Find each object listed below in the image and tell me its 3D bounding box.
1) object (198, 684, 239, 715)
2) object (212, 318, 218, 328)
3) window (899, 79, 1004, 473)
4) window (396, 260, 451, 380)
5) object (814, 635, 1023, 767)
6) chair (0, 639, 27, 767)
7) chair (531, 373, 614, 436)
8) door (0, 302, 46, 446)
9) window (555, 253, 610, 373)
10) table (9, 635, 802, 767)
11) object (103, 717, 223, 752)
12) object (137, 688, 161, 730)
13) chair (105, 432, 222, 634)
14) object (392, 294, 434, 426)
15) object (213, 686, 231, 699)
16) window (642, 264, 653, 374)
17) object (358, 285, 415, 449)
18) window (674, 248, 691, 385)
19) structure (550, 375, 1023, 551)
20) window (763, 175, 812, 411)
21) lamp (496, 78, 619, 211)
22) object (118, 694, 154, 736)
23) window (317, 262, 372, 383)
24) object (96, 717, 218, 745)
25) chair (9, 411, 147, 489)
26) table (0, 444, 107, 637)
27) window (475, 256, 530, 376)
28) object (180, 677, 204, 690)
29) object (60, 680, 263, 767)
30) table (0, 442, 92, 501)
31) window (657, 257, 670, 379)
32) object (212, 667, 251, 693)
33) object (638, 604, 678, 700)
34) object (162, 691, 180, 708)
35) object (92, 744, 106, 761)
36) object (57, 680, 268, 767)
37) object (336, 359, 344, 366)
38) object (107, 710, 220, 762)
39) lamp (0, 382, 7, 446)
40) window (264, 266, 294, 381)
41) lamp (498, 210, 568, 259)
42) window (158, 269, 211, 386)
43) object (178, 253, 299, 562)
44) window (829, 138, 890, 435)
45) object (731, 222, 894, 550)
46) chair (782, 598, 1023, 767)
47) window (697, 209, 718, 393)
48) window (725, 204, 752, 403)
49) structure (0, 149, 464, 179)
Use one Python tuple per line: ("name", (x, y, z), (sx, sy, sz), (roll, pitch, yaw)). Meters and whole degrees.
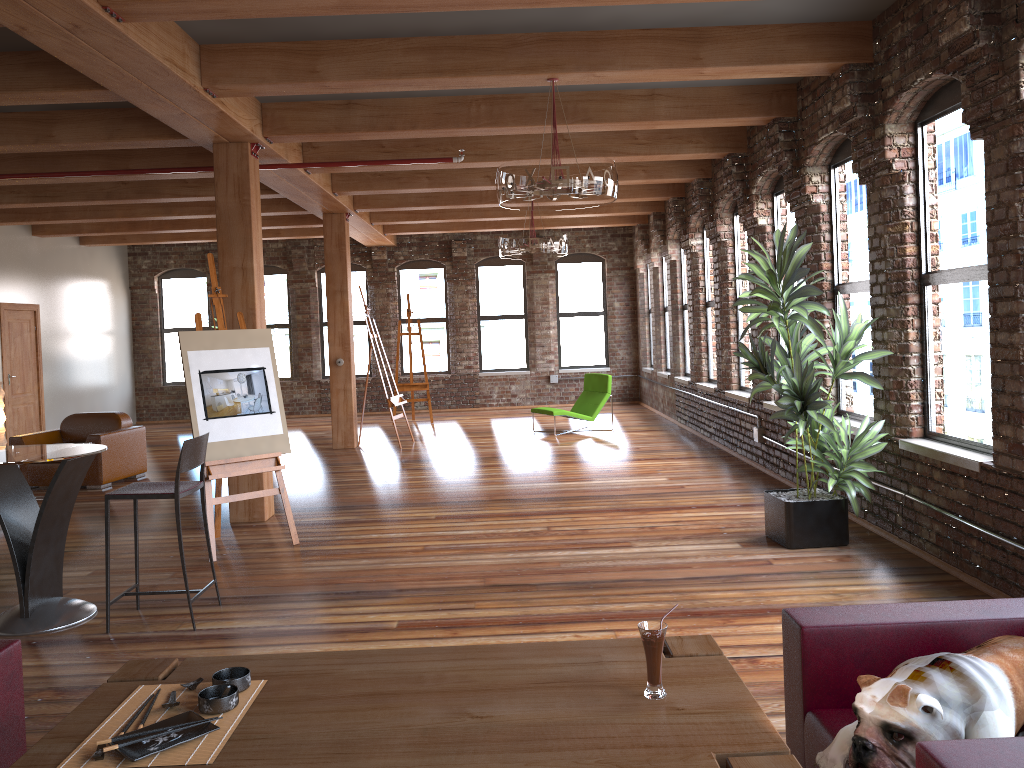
("object", (-0.750, 0.808, 2.265), (0.098, 0.043, 0.099), (0, 4, 37))
("object", (-5.291, -0.340, 15.768), (1.081, 2.102, 0.967), (-3, 2, -23))
("window", (2.554, -0.668, 5.170), (0.235, 2.213, 0.969), (-2, 1, -1))
("window", (-1.650, -1.213, 16.523), (0.968, 2.226, 0.221), (-2, 1, -1))
("object", (1.152, 0.829, 2.286), (0.755, 0.296, 0.365), (-4, 3, -29))
("chair", (-1.931, 1.133, 2.213), (0.865, 0.592, 1.072), (-2, 3, -1))
("chair", (0.839, 0.275, 12.500), (0.957, 0.795, 0.680), (-3, 2, -26))
("door", (-7.011, -0.082, 12.584), (0.226, 2.118, 1.031), (-2, 1, -1))
("window", (1.306, -1.337, 16.558), (0.968, 2.216, 0.219), (-2, 1, -1))
("table", (-0.256, 1.091, 2.214), (1.750, 0.549, 0.902), (-2, 3, -1))
("object", (-0.817, 0.822, 2.087), (0.270, 0.008, 0.007), (-5, 3, -35))
("object", (-0.929, 0.833, 2.273), (0.007, 0.008, 0.270), (-3, 4, -11))
("chair", (-1.887, 0.779, 4.773), (0.467, 0.981, 0.430), (-2, 1, -1))
("object", (-1.670, -0.431, 14.598), (0.662, 2.139, 0.685), (-2, 1, -6))
("object", (-0.733, 0.782, 2.241), (0.045, 0.079, 0.137), (-3, 3, -35))
("window", (2.426, -1.314, 15.464), (0.232, 2.213, 0.969), (-2, 1, -1))
("object", (-1.754, -0.247, 11.744), (0.684, 2.139, 0.662), (-2, 1, 9))
("window", (2.463, -1.129, 12.502), (0.233, 2.213, 0.969), (-2, 1, -1))
("structure", (2.406, 0.347, 9.789), (1.634, 0.313, 13.726), (-3, 4, -7))
("window", (2.517, -0.853, 8.105), (0.232, 2.213, 0.969), (-2, 1, -1))
("lamp", (0.286, -1.607, 5.854), (0.809, 0.814, 0.810), (0, 3, 42))
("object", (-0.947, 0.836, 2.236), (0.007, 0.008, 0.270), (-2, 4, -5))
("window", (-3.114, -1.154, 16.506), (0.968, 2.226, 0.221), (-2, 1, -1))
("object", (-0.839, 0.822, 2.106), (0.270, 0.008, 0.007), (-4, 3, -26))
("chair", (-4.685, 0.708, 9.609), (1.063, 0.735, 0.832), (-2, 2, 9))
("table", (-2.592, 0.837, 4.855), (0.721, 0.923, 0.723), (-1, 2, 24))
("window", (-0.179, -1.277, 16.541), (0.968, 2.216, 0.219), (-2, 1, -1))
("object", (-0.865, 0.815, 2.397), (0.018, 0.021, 0.059), (0, 4, 41))
("object", (-0.847, 0.838, 2.207), (0.332, 0.003, 0.471), (-2, 4, -1))
("table", (-4.472, 0.916, 7.547), (0.939, 0.559, 1.874), (-2, 3, -1))
("window", (2.444, -1.221, 13.970), (0.231, 2.213, 0.969), (-2, 1, -1))
("object", (-0.754, 0.800, 2.383), (0.098, 0.043, 0.099), (-1, 4, 25))
("object", (0.366, 0.674, 2.236), (0.095, 0.232, 0.076), (-1, 1, 32))
("object", (-0.884, 0.817, 2.306), (0.045, 0.030, 0.153), (-3, 4, -16))
("object", (-0.938, 0.842, 2.014), (0.018, 0.021, 0.059), (-3, 3, -14))
("object", (-0.846, 0.838, 2.207), (0.352, 0.001, 0.470), (-2, 4, -1))
("object", (-2.245, -0.284, 11.546), (0.095, 0.095, 0.061), (-2, 2, -1))
("object", (-0.823, 0.834, 2.091), (0.154, 0.018, 0.213), (1, 5, 44))
("lamp", (-6.275, 0.509, 10.800), (0.261, 1.113, 0.271), (-1, 2, 44))
("window", (-4.584, -1.128, 16.556), (0.968, 2.167, 0.086), (-2, 1, -1))
("lamp", (0.233, -1.880, 10.202), (0.809, 0.814, 0.810), (-1, 3, 35))
("window", (-6.076, -1.067, 16.539), (0.968, 2.167, 0.086), (-2, 1, -1))
("object", (-2.031, 0.101, 6.422), (0.703, 2.139, 0.684), (-3, 2, -41))
("window", (2.536, -0.761, 6.637), (0.235, 2.213, 0.969), (-2, 1, -1))
("object", (1.972, -0.005, 5.913), (0.966, 2.102, 1.082), (-2, 2, 12))
("chair", (1.282, 1.005, 2.227), (0.865, 0.592, 1.072), (-2, 3, -1))
("window", (2.480, -1.037, 11.039), (0.230, 2.213, 0.969), (-2, 1, -1))
("window", (2.501, -0.945, 9.572), (0.236, 2.213, 0.969), (-2, 1, -1))
("structure", (-3.829, -1.925, 7.966), (6.808, 0.112, 0.051), (-2, 1, -1))
